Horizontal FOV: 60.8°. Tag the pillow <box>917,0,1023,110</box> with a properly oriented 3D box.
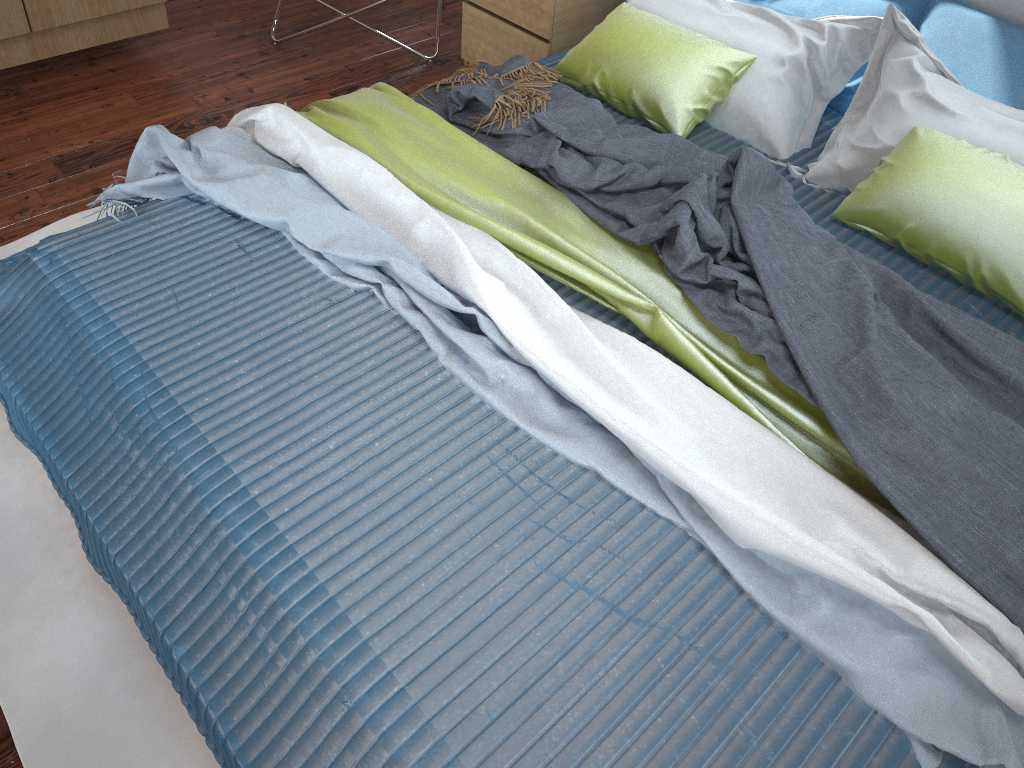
[{"bbox_3d":[1.347,-0.651,2.148,0.382,0.292,0.965,-30,53,-32],"label":"pillow"}]

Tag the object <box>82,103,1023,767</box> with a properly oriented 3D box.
[{"bbox_3d":[-0.112,0.004,1.618,2.249,0.345,0.561,36,50,30],"label":"object"}]

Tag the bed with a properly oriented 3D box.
[{"bbox_3d":[0.354,-0.302,1.820,2.677,0.708,2.249,-30,52,-32],"label":"bed"}]

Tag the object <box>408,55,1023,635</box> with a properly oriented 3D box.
[{"bbox_3d":[0.377,-0.289,1.841,0.644,0.373,2.264,-21,48,-25],"label":"object"}]

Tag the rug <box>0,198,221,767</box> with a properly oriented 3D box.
[{"bbox_3d":[-0.013,0.177,1.743,1.873,0.045,2.849,-30,52,-31],"label":"rug"}]

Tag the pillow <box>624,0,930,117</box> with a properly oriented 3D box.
[{"bbox_3d":[0.763,-1.149,2.634,0.362,0.302,0.956,-30,52,-32],"label":"pillow"}]

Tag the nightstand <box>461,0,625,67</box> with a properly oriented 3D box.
[{"bbox_3d":[0.194,-1.356,3.106,0.634,0.495,0.449,-31,52,-33],"label":"nightstand"}]

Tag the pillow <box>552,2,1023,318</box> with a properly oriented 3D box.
[{"bbox_3d":[0.686,-0.625,2.127,0.323,0.201,1.449,-28,52,-31],"label":"pillow"}]

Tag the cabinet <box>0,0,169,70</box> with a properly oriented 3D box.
[{"bbox_3d":[-2.106,-1.703,1.846,2.294,2.198,0.611,-32,52,-34],"label":"cabinet"}]

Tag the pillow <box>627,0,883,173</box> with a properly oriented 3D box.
[{"bbox_3d":[0.565,-0.952,2.451,0.911,0.329,0.495,35,50,29],"label":"pillow"}]

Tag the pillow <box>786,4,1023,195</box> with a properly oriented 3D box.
[{"bbox_3d":[1.111,-0.508,1.960,0.888,0.358,0.377,34,49,29],"label":"pillow"}]

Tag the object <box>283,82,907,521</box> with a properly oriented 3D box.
[{"bbox_3d":[0.174,-0.110,1.838,0.513,0.410,2.200,-32,53,-33],"label":"object"}]

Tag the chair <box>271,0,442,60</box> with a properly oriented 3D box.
[{"bbox_3d":[-0.531,-1.724,3.236,0.699,0.730,0.871,8,42,3],"label":"chair"}]
